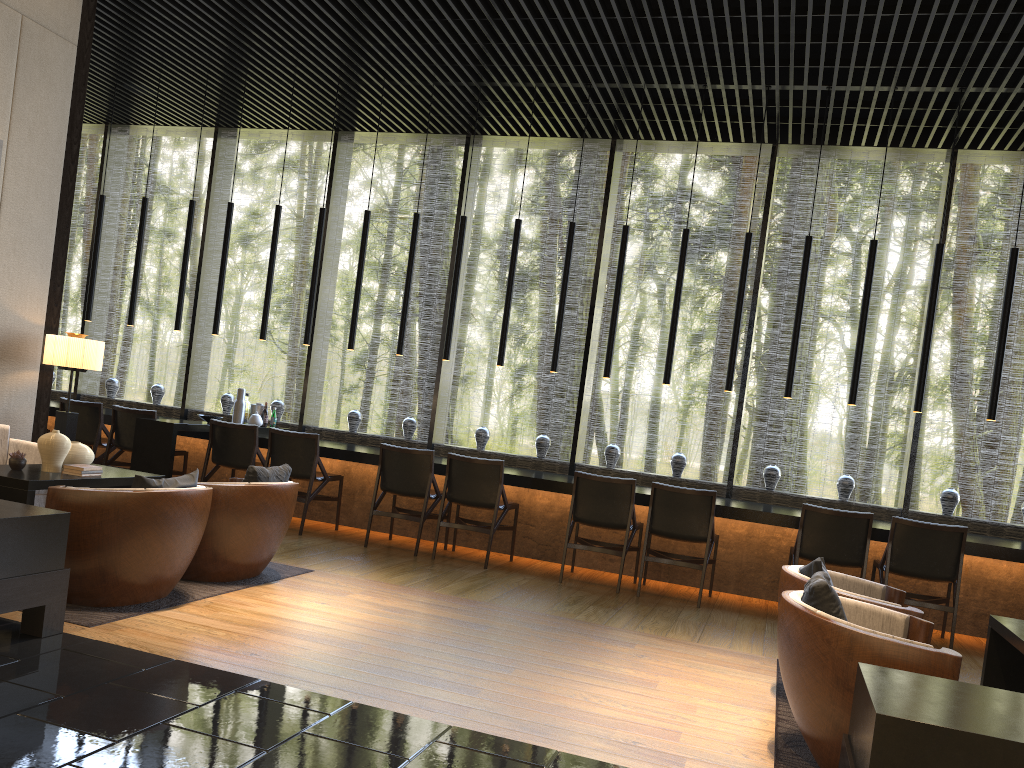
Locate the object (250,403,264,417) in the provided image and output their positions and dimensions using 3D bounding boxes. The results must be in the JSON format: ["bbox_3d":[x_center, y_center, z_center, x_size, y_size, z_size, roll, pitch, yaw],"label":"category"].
[{"bbox_3d":[-2.488,0.299,8.692,0.168,0.219,0.169,7,0,13],"label":"object"}]

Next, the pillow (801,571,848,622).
[{"bbox_3d":[1.223,0.925,3.429,0.221,0.362,0.400,7,-1,18],"label":"pillow"}]

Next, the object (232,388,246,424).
[{"bbox_3d":[-2.581,0.213,8.392,0.113,0.345,0.113,7,1,13],"label":"object"}]

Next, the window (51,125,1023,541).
[{"bbox_3d":[-8.890,-1.896,5.577,31.804,4.231,12.084,7,-2,17],"label":"window"}]

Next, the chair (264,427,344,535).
[{"bbox_3d":[-1.777,0.805,7.439,0.524,0.828,0.564,7,0,17],"label":"chair"}]

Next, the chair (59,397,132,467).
[{"bbox_3d":[-3.828,0.568,8.071,0.524,0.828,0.564,7,0,17],"label":"chair"}]

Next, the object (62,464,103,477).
[{"bbox_3d":[-2.443,0.490,5.041,0.137,0.051,0.174,7,-2,13],"label":"object"}]

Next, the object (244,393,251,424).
[{"bbox_3d":[-2.581,0.239,8.547,0.129,0.306,0.129,7,1,3],"label":"object"}]

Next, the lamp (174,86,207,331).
[{"bbox_3d":[-3.084,-1.714,8.537,0.060,2.423,0.060,8,1,12],"label":"lamp"}]

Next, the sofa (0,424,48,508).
[{"bbox_3d":[-3.386,0.583,5.348,0.601,0.693,1.452,7,-2,17],"label":"sofa"}]

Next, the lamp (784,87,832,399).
[{"bbox_3d":[2.301,-1.091,6.876,0.060,2.423,0.060,8,1,12],"label":"lamp"}]

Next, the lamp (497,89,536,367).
[{"bbox_3d":[0.051,-1.351,7.570,0.060,2.423,0.060,8,1,22],"label":"lamp"}]

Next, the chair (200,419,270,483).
[{"bbox_3d":[-2.322,0.742,7.607,0.524,0.828,0.564,7,0,17],"label":"chair"}]

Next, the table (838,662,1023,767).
[{"bbox_3d":[1.896,1.220,2.253,1.955,0.513,0.621,7,-1,17],"label":"table"}]

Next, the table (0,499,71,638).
[{"bbox_3d":[-2.886,0.666,3.728,1.955,0.513,0.621,7,-1,17],"label":"table"}]

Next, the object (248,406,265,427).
[{"bbox_3d":[-2.442,0.296,8.452,0.135,0.218,0.136,7,0,4],"label":"object"}]

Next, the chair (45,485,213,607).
[{"bbox_3d":[-1.880,0.787,4.470,0.604,0.604,0.805,7,-1,17],"label":"chair"}]

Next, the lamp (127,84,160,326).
[{"bbox_3d":[-3.607,-1.775,8.698,0.060,2.423,0.060,8,1,12],"label":"lamp"}]

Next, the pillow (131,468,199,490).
[{"bbox_3d":[-1.740,0.589,4.428,0.204,0.338,0.443,7,-1,24],"label":"pillow"}]

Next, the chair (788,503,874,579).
[{"bbox_3d":[2.218,1.268,6.206,0.524,0.828,0.564,7,0,17],"label":"chair"}]

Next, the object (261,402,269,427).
[{"bbox_3d":[-2.399,0.298,8.603,0.067,0.238,0.067,7,1,11],"label":"object"}]

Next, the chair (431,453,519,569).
[{"bbox_3d":[-0.272,0.980,6.974,0.524,0.828,0.564,7,0,17],"label":"chair"}]

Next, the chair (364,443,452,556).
[{"bbox_3d":[-0.817,0.917,7.142,0.524,0.828,0.564,7,0,17],"label":"chair"}]

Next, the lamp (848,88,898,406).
[{"bbox_3d":[2.750,-1.039,6.737,0.060,2.423,0.060,8,1,12],"label":"lamp"}]

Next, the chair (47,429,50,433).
[{"bbox_3d":[-4.788,0.457,8.367,0.524,0.828,0.564,7,0,17],"label":"chair"}]

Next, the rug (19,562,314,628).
[{"bbox_3d":[-2.630,1.018,5.152,2.236,0.008,1.963,7,-2,17],"label":"rug"}]

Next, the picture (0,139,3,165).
[{"bbox_3d":[-3.559,-0.880,5.408,0.037,1.503,0.836,8,0,17],"label":"picture"}]

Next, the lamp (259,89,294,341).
[{"bbox_3d":[-2.180,-1.610,8.258,0.060,2.423,0.060,8,1,12],"label":"lamp"}]

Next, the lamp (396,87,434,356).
[{"bbox_3d":[-0.847,-1.455,7.847,0.060,2.423,0.060,8,1,12],"label":"lamp"}]

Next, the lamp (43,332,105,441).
[{"bbox_3d":[-3.153,0.317,6.249,0.376,1.352,0.373,6,1,-43],"label":"lamp"}]

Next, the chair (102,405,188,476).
[{"bbox_3d":[-3.283,0.631,7.903,0.524,0.828,0.564,7,0,17],"label":"chair"}]

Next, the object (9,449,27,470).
[{"bbox_3d":[-2.726,0.418,4.883,0.091,0.112,0.091,7,0,-20],"label":"object"}]

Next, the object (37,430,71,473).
[{"bbox_3d":[-2.589,0.377,4.999,0.172,0.236,0.170,7,0,-38],"label":"object"}]

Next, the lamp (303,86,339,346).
[{"bbox_3d":[-1.739,-1.559,8.122,0.060,2.423,0.060,8,1,12],"label":"lamp"}]

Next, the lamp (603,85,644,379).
[{"bbox_3d":[0.935,-1.249,7.297,0.060,2.423,0.060,8,1,22],"label":"lamp"}]

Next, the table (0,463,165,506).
[{"bbox_3d":[-2.615,0.758,5.098,0.574,0.517,1.044,7,-2,17],"label":"table"}]

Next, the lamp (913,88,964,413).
[{"bbox_3d":[3.188,-0.988,6.602,0.060,2.423,0.060,8,1,12],"label":"lamp"}]

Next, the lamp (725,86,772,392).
[{"bbox_3d":[1.872,-1.140,7.008,0.060,2.423,0.060,8,1,22],"label":"lamp"}]

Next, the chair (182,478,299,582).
[{"bbox_3d":[-1.629,0.851,5.289,0.604,0.604,0.805,7,-1,17],"label":"chair"}]

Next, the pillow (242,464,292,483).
[{"bbox_3d":[-1.490,0.649,5.249,0.221,0.362,0.400,7,-1,18],"label":"pillow"}]

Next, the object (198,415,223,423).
[{"bbox_3d":[-2.714,0.322,7.956,0.227,0.067,0.228,7,-2,20],"label":"object"}]

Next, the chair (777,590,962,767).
[{"bbox_3d":[1.307,1.153,3.398,0.604,0.604,0.805,7,-1,17],"label":"chair"}]

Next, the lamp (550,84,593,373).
[{"bbox_3d":[0.504,-1.299,7.430,0.060,2.423,0.060,8,1,12],"label":"lamp"}]

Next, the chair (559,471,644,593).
[{"bbox_3d":[0.688,1.091,6.678,0.524,0.828,0.564,7,0,17],"label":"chair"}]

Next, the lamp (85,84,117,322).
[{"bbox_3d":[-4.096,-1.831,8.849,0.060,2.423,0.060,8,1,12],"label":"lamp"}]

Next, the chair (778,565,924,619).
[{"bbox_3d":[1.557,1.217,4.216,0.604,0.604,0.805,7,-1,17],"label":"chair"}]

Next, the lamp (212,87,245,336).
[{"bbox_3d":[-2.675,-1.667,8.411,0.060,2.423,0.060,8,1,12],"label":"lamp"}]

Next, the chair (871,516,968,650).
[{"bbox_3d":[2.763,1.331,6.038,0.524,0.828,0.564,7,0,17],"label":"chair"}]

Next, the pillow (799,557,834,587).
[{"bbox_3d":[1.472,0.993,4.251,0.204,0.338,0.443,7,-1,24],"label":"pillow"}]

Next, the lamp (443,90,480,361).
[{"bbox_3d":[-0.424,-1.406,7.716,0.060,2.423,0.060,8,1,12],"label":"lamp"}]

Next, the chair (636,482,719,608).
[{"bbox_3d":[1.233,1.154,6.510,0.524,0.828,0.564,7,0,17],"label":"chair"}]

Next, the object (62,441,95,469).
[{"bbox_3d":[-2.589,0.423,5.204,0.245,0.168,0.246,7,-1,20],"label":"object"}]

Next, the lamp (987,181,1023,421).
[{"bbox_3d":[3.660,-0.933,6.456,0.060,2.423,0.060,8,1,12],"label":"lamp"}]

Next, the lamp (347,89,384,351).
[{"bbox_3d":[-1.306,-1.508,7.989,0.060,2.423,0.060,8,1,12],"label":"lamp"}]

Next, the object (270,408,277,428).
[{"bbox_3d":[-2.337,0.330,8.682,0.056,0.197,0.056,8,1,19],"label":"object"}]

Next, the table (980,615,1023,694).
[{"bbox_3d":[2.328,1.330,3.574,0.574,0.517,1.044,7,-2,17],"label":"table"}]

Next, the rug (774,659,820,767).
[{"bbox_3d":[2.246,1.582,3.648,2.236,0.008,2.046,7,-2,17],"label":"rug"}]

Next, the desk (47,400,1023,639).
[{"bbox_3d":[-7.371,0.204,9.553,28.660,0.760,1.784,7,-2,17],"label":"desk"}]

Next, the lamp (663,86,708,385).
[{"bbox_3d":[1.403,-1.195,7.153,0.060,2.423,0.060,8,1,12],"label":"lamp"}]
